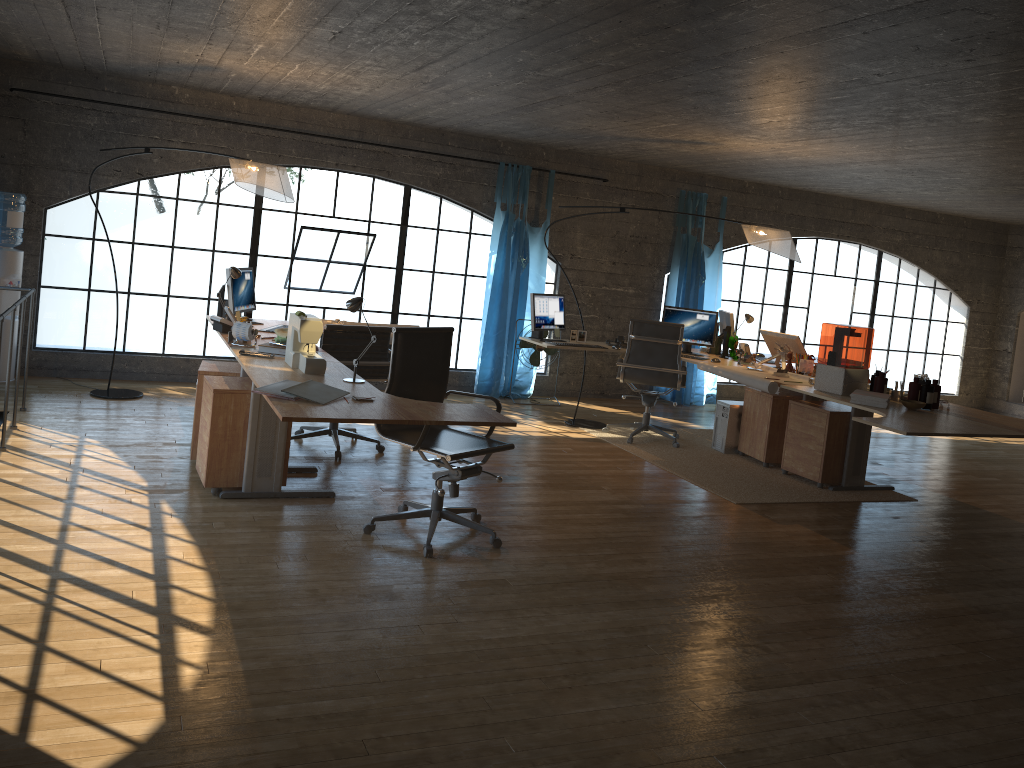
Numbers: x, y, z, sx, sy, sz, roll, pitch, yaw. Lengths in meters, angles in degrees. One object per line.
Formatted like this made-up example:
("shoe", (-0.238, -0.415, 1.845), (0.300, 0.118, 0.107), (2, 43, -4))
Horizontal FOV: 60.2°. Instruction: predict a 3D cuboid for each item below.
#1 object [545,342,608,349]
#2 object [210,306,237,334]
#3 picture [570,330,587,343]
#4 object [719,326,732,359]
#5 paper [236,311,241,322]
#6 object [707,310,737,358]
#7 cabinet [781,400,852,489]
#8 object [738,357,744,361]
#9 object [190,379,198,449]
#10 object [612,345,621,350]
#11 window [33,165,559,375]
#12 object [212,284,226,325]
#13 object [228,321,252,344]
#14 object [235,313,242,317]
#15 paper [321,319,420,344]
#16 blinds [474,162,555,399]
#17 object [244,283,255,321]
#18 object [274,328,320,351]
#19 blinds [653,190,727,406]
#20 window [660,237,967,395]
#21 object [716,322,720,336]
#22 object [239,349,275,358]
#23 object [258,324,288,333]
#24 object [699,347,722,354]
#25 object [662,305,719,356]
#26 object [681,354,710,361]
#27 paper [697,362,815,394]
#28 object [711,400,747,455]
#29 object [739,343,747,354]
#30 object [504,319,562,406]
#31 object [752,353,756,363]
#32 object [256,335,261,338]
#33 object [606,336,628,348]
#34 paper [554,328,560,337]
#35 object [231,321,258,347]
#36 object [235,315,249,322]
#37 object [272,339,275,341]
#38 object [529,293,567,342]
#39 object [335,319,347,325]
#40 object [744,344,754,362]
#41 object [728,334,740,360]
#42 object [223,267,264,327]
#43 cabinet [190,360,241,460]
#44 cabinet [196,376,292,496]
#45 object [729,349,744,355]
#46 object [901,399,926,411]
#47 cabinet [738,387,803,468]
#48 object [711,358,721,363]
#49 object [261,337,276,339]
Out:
("object", (0.531, -0.317, 7.219), (0.489, 0.011, 0.189), (3, 9, -24))
("object", (-1.798, -0.412, 5.617), (0.189, 0.163, 0.171), (1, 8, -39))
("picture", (0.561, -0.408, 7.535), (0.158, 0.104, 0.032), (3, 4, -23))
("object", (1.836, -0.361, 7.577), (0.085, 0.276, 0.085), (8, 4, 22))
("paper", (-1.855, -0.457, 5.989), (0.019, 0.074, 0.079), (6, 6, 1))
("object", (1.899, -0.447, 7.819), (0.286, 0.388, 0.474), (6, 6, 1))
("cabinet", (2.312, 0.443, 6.528), (0.425, 0.569, 0.431), (4, 6, -26))
("object", (1.974, -0.210, 7.514), (0.131, 0.026, 0.133), (3, 9, -24))
("object", (-1.783, 0.202, 5.647), (0.479, 0.409, 0.202), (4, 5, -19))
("object", (0.866, -0.304, 7.307), (0.059, 0.034, 0.102), (5, 8, -14))
("window", (-2.477, -0.946, 6.730), (3.204, 1.857, 6.968), (10, 9, 26))
("object", (-1.948, -0.528, 5.897), (0.085, 0.276, 0.085), (8, 4, 19))
("object", (-1.587, -0.303, 5.161), (0.133, 0.128, 0.039), (3, 5, -29))
("object", (-2.002, -0.504, 6.284), (0.144, 0.032, 0.153), (3, 9, -19))
("paper", (-1.026, -0.379, 6.618), (0.849, 0.113, 0.588), (3, 9, -24))
("blinds", (0.047, -1.005, 8.711), (0.665, 2.284, 0.260), (4, 4, -29))
("object", (-1.915, -0.602, 6.417), (0.084, 0.276, 0.085), (5, 4, -22))
("object", (-1.262, -0.269, 5.170), (0.255, 0.129, 0.255), (3, 8, -21))
("blinds", (2.015, -0.855, 9.569), (0.856, 2.405, 0.263), (5, 3, -15))
("window", (0.315, -0.934, 8.651), (12.224, 1.839, 3.955), (-2, 11, -45))
("object", (1.869, -0.435, 8.097), (0.084, 0.276, 0.085), (5, 4, -24))
("object", (-1.367, -0.162, 4.730), (0.181, 0.025, 0.075), (7, 8, 6))
("object", (-1.579, -0.378, 6.070), (0.187, 0.011, 0.495), (6, 8, 1))
("object", (1.799, -0.303, 7.974), (0.204, 0.036, 0.207), (2, 9, -26))
("object", (1.519, -0.457, 7.608), (0.471, 0.388, 0.287), (8, 5, 16))
("object", (1.382, -0.243, 7.350), (0.494, 0.011, 0.187), (11, 10, 31))
("paper", (1.854, -0.052, 6.555), (0.580, 0.113, 0.861), (3, 9, -24))
("object", (1.928, 0.365, 7.295), (0.479, 0.409, 0.202), (4, 5, -19))
("object", (2.145, -0.326, 8.170), (0.083, 0.099, 0.109), (5, 6, -13))
("object", (0.205, -0.240, 8.770), (0.489, 0.797, 0.587), (5, 5, -19))
("object", (2.037, -0.217, 7.433), (0.035, 0.078, 0.098), (8, 6, 23))
("object", (-1.615, -0.301, 5.483), (0.096, 0.024, 0.108), (5, 8, -10))
("object", (0.942, -0.360, 7.579), (0.279, 0.081, 0.415), (7, 8, 7))
("paper", (0.384, -0.433, 7.463), (0.018, 0.074, 0.077), (9, 6, 36))
("object", (-1.540, -0.286, 5.063), (0.155, 0.135, 0.099), (7, 5, 11))
("object", (-1.985, -0.470, 6.294), (0.204, 0.036, 0.207), (2, 9, -26))
("object", (-1.417, -0.270, 5.474), (0.146, 0.007, 0.008), (1, 8, -31))
("object", (0.301, -0.561, 7.406), (0.288, 0.388, 0.470), (10, 7, 36))
("object", (-1.286, -0.459, 6.653), (0.054, 0.064, 0.159), (10, 8, 32))
("object", (1.976, -0.256, 7.376), (0.084, 0.158, 0.083), (3, 5, -35))
("object", (1.888, -0.321, 7.541), (0.115, 0.219, 0.247), (8, 6, 25))
("object", (-1.885, -0.613, 6.140), (0.286, 0.388, 0.474), (6, 6, 1))
("cabinet", (-1.658, 0.184, 5.330), (0.471, 0.569, 0.429), (5, 5, -17))
("cabinet", (-1.472, 0.276, 4.848), (0.425, 0.569, 0.430), (4, 6, -26))
("object", (2.057, -0.297, 8.059), (0.134, 0.056, 0.156), (5, 8, -8))
("object", (2.485, 0.137, 5.472), (0.148, 0.054, 0.146), (13, 10, 42))
("cabinet", (2.125, 0.350, 7.011), (0.472, 0.569, 0.429), (5, 5, -16))
("object", (1.644, -0.191, 7.126), (0.059, 0.034, 0.101), (12, 10, 40))
("object", (-1.519, -0.288, 5.516), (0.012, 0.009, 0.126), (10, 9, 28))
